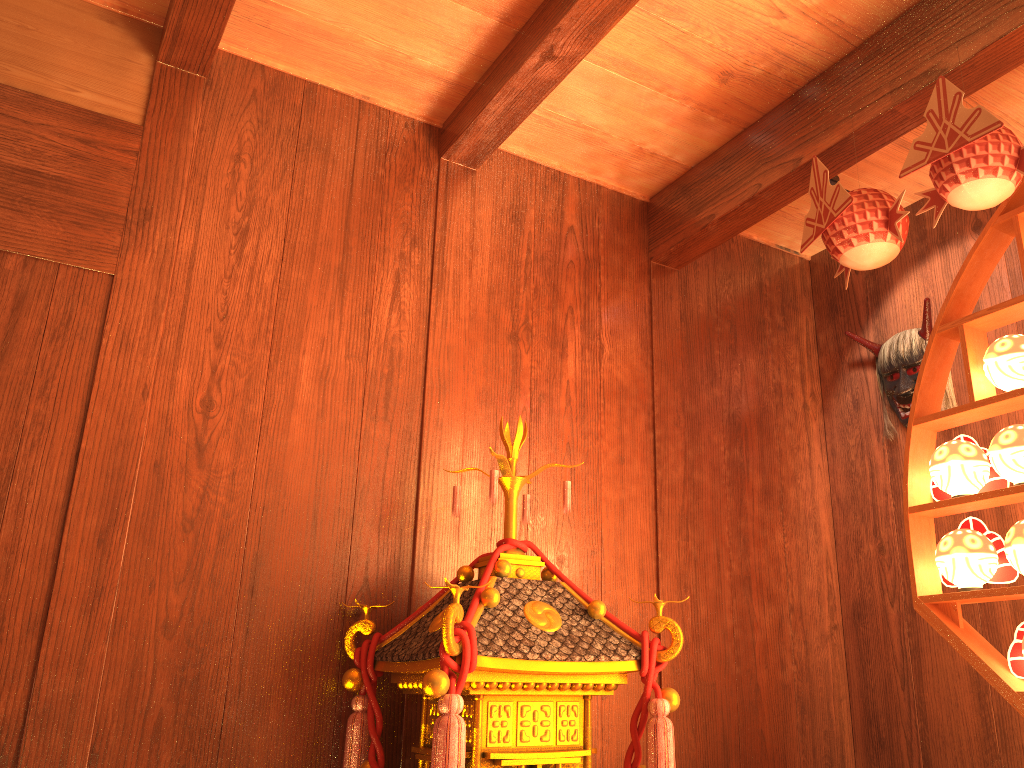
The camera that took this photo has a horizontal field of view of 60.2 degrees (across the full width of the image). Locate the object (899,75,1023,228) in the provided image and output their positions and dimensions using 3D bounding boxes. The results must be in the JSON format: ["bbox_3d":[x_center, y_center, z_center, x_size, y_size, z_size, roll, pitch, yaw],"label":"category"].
[{"bbox_3d":[1.065,-0.541,2.039,0.221,0.306,0.337,12,-22,-28],"label":"object"}]

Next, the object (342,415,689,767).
[{"bbox_3d":[-0.020,0.801,1.995,0.832,1.515,0.589,12,-22,-29],"label":"object"}]

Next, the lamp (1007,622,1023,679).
[{"bbox_3d":[1.181,0.563,1.913,0.182,0.194,0.160,-6,-20,18],"label":"lamp"}]

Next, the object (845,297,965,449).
[{"bbox_3d":[1.339,-0.016,3.011,0.142,0.454,0.353,12,-22,-28],"label":"object"}]

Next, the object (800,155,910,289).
[{"bbox_3d":[0.903,-0.443,2.292,0.240,0.311,0.363,3,-19,-4],"label":"object"}]

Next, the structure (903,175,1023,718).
[{"bbox_3d":[1.502,0.251,1.426,0.504,2.196,1.903,12,-22,-27],"label":"structure"}]

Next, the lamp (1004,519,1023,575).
[{"bbox_3d":[1.177,0.354,1.991,0.160,0.200,0.196,8,-21,-19],"label":"lamp"}]

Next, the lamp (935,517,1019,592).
[{"bbox_3d":[1.091,0.406,2.133,0.183,0.195,0.162,-17,-26,42],"label":"lamp"}]

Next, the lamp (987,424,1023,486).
[{"bbox_3d":[1.183,0.153,2.070,0.157,0.191,0.181,1,-19,0],"label":"lamp"}]

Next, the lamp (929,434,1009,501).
[{"bbox_3d":[1.106,0.198,2.193,0.183,0.187,0.162,-14,-25,37],"label":"lamp"}]

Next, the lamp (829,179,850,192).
[{"bbox_3d":[1.046,-0.577,2.784,0.131,0.176,0.181,-17,-26,42],"label":"lamp"}]

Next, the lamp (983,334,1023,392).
[{"bbox_3d":[1.200,-0.065,2.128,0.158,0.200,0.199,3,-19,-5],"label":"lamp"}]
